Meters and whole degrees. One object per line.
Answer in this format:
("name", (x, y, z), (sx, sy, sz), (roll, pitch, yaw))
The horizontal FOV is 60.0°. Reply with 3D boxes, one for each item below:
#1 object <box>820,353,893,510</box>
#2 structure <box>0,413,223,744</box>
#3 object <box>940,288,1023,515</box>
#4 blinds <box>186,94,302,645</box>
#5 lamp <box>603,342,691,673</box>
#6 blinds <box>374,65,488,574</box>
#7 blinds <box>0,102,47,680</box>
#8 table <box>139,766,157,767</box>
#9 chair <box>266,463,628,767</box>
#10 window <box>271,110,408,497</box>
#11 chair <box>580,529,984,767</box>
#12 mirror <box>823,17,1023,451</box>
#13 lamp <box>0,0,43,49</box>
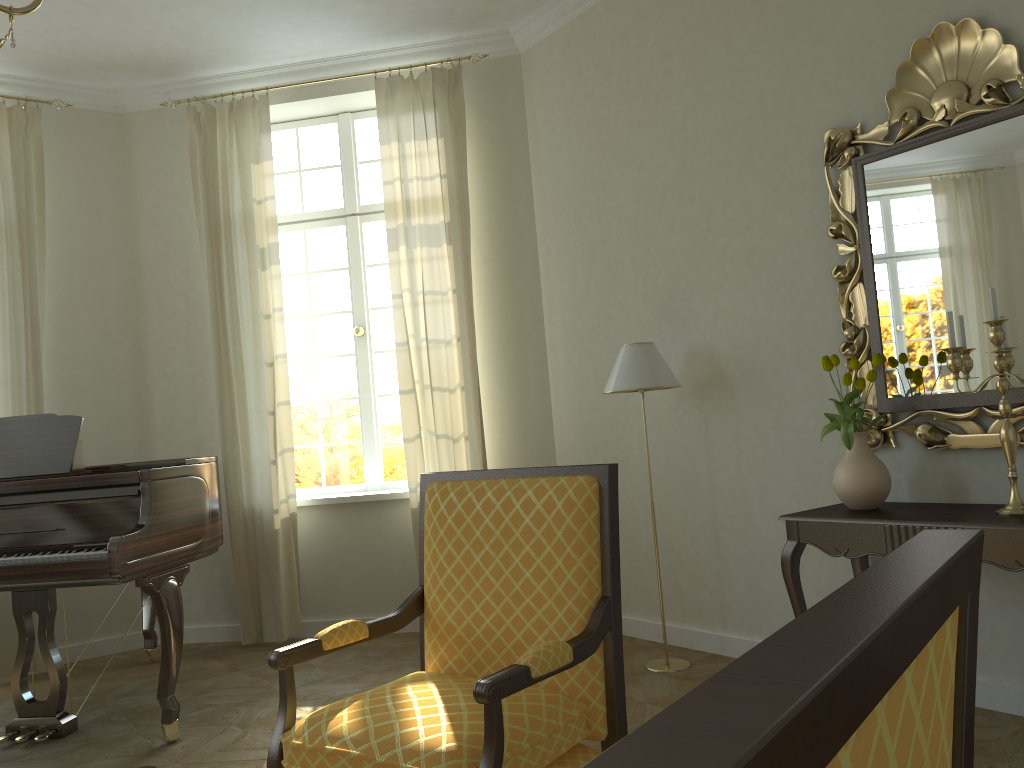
("object", (1.322, 0.177, 3.425), (0.242, 0.609, 0.264), (-5, -3, -6))
("structure", (-2.089, 0.877, 4.417), (1.514, 1.439, 1.856), (-5, -3, 9))
("object", (1.649, 0.053, 2.970), (0.320, 0.757, 0.320), (-7, -3, 34))
("blinds", (-1.657, -0.107, 5.480), (0.554, 3.384, 0.162), (-6, -3, 14))
("lamp", (0.678, 0.577, 4.277), (0.380, 1.552, 0.380), (-2, -4, -41))
("blinds", (-0.425, -0.217, 5.340), (0.552, 3.381, 0.159), (-5, -3, 12))
("blinds", (-2.954, -0.010, 5.179), (0.554, 3.386, 0.162), (-2, -4, -41))
("table", (-0.911, 1.108, 1.437), (0.922, 0.494, 0.932), (-3, -3, -35))
("chair", (-0.147, 0.777, 2.177), (0.730, 1.083, 0.671), (-7, -4, 38))
("window", (-1.016, -0.556, 5.889), (1.400, 2.550, 0.181), (-5, -3, 9))
("chair", (-0.035, 0.693, 0.620), (0.671, 1.083, 0.730), (-7, -3, 36))
("mirror", (1.679, -0.560, 3.305), (0.082, 1.612, 1.117), (-3, -3, -36))
("lamp", (-1.381, -1.463, 1.888), (0.662, 1.466, 0.661), (-6, -3, 23))
